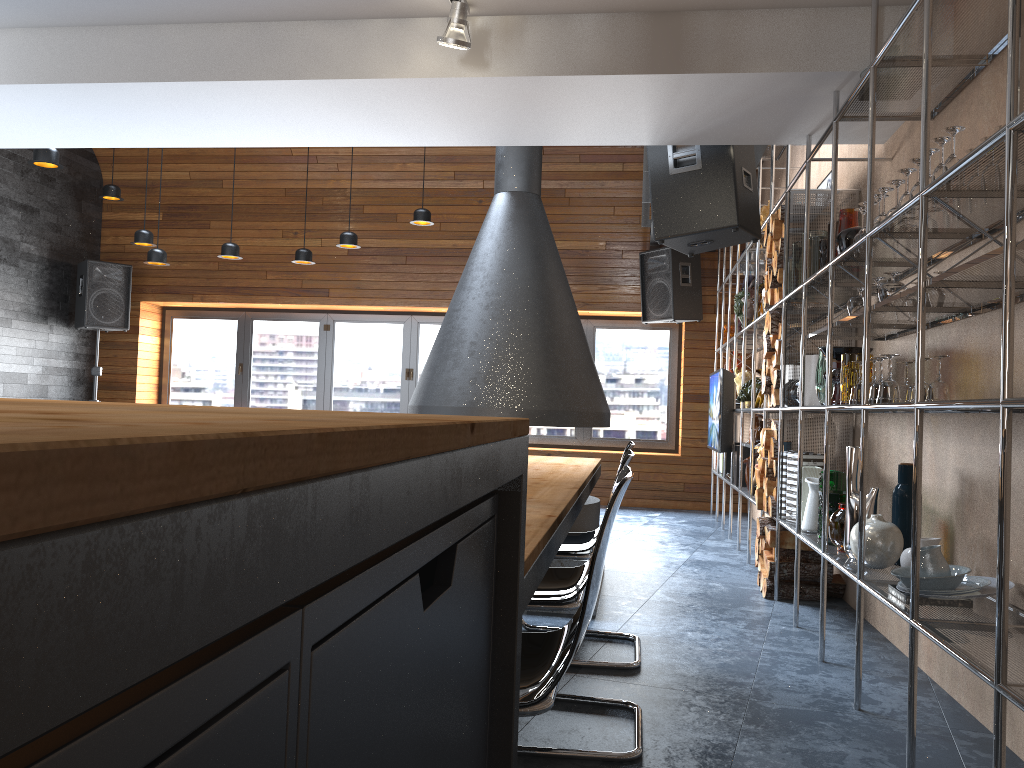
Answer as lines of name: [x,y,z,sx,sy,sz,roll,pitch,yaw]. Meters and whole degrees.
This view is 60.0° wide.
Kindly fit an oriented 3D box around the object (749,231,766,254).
object: [1.777,-1.091,6.404,0.208,0.280,0.131,2,-2,-10]

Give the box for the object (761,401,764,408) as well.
object: [1.673,-0.067,5.416,0.210,0.451,0.405,2,-2,0]

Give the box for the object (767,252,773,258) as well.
object: [1.623,-0.738,5.093,0.308,0.120,0.097,2,-2,13]

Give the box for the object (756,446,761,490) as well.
object: [1.647,0.549,5.480,0.170,0.363,0.375,3,-2,-26]

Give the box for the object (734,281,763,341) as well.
object: [1.879,-0.580,7.086,0.219,0.441,0.462,2,-2,8]

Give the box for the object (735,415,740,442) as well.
object: [1.960,0.537,7.777,0.112,0.533,0.112,2,-2,8]

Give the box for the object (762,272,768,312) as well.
object: [1.657,-0.558,5.294,0.314,0.280,0.151,2,-2,6]

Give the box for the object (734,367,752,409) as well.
object: [1.766,0.030,6.437,0.325,0.310,0.154,2,-2,-7]

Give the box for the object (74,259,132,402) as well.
object: [-4.362,-0.114,9.155,0.639,2.299,0.686,4,-2,-44]

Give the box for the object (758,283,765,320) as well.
object: [1.725,-0.538,5.817,0.227,0.270,0.123,2,-2,8]

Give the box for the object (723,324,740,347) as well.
object: [2.052,-0.434,8.092,0.278,0.222,0.138,2,-2,18]

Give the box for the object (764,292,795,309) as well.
object: [1.622,-0.482,5.093,0.330,0.105,0.107,2,-2,11]

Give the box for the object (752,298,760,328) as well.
object: [1.801,-0.492,6.148,0.272,0.207,0.137,2,-2,12]

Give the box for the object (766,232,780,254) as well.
object: [1.575,-0.769,4.876,0.321,0.128,0.164,2,-2,9]

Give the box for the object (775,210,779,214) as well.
object: [1.628,-0.912,4.970,0.299,0.118,0.129,2,-2,6]

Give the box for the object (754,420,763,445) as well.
object: [1.690,0.327,5.882,0.210,0.168,0.105,4,-2,-42]

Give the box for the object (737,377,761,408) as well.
object: [1.743,0.066,6.086,0.403,0.221,0.192,1,-2,45]

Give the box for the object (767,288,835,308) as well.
object: [1.633,-0.488,4.992,0.362,0.131,0.154,2,-2,8]

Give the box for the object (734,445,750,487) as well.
object: [1.849,0.619,6.642,0.343,0.303,0.175,2,-2,8]

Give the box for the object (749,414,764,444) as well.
object: [1.743,0.314,6.101,0.217,0.214,0.108,1,-2,33]

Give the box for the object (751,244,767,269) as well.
object: [1.975,-1.151,7.096,0.207,0.442,0.328,2,-2,1]

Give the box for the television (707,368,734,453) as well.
television: [1.682,0.217,7.152,0.115,0.638,1.075,2,-2,8]

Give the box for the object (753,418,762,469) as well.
object: [1.771,0.493,6.420,0.112,0.533,0.112,2,-2,8]

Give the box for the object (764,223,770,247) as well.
object: [1.602,-0.847,5.059,0.312,0.150,0.140,2,-2,12]

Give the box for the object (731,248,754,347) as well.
object: [2.044,-0.778,7.822,0.244,0.879,0.244,1,-2,36]

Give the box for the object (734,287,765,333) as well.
object: [1.807,-0.551,6.685,0.255,0.356,0.167,1,-2,27]

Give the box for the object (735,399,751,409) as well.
object: [2.063,0.187,8.212,0.320,0.114,0.404,2,-2,8]

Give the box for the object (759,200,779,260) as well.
object: [1.952,-1.171,6.646,0.215,0.458,0.328,2,-2,13]

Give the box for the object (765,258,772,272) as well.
object: [1.628,-0.671,5.092,0.331,0.110,0.107,2,-2,10]

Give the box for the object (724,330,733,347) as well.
object: [2.083,-0.426,8.341,0.233,0.209,0.107,2,-2,-5]

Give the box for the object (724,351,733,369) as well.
object: [2.081,-0.187,8.312,0.233,0.229,0.116,4,-2,-42]

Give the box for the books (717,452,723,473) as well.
books: [1.992,0.716,8.234,0.139,0.208,0.461,2,-2,8]

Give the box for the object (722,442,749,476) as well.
object: [1.973,0.648,7.536,0.343,0.303,0.175,2,-2,8]

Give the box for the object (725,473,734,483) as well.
object: [1.883,0.755,7.071,0.325,0.058,0.360,2,-2,8]

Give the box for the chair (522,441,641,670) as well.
chair: [0.221,0.634,3.509,0.599,0.825,0.527,2,-2,8]

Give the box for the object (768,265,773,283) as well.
object: [1.610,-0.615,4.993,0.329,0.135,0.095,2,-2,12]

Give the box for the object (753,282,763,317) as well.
object: [1.769,-0.537,5.981,0.290,0.290,0.097,2,-2,6]

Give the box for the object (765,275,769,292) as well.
object: [1.624,-0.577,5.104,0.321,0.109,0.110,2,-2,7]

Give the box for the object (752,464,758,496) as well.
object: [1.667,0.632,5.833,0.119,0.220,0.212,1,-2,42]

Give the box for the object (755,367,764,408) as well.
object: [1.731,0.025,5.826,0.290,0.290,0.097,2,-2,-12]

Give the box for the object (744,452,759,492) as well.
object: [1.704,0.608,6.068,0.249,0.290,0.114,1,-2,33]

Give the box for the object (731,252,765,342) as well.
object: [2.028,-0.764,7.553,0.305,0.840,0.237,2,-2,10]

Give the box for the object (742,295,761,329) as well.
object: [1.762,-0.515,6.454,0.164,0.266,0.237,1,-2,25]

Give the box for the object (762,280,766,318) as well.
object: [1.716,-0.534,5.612,0.253,0.249,0.126,2,-2,13]

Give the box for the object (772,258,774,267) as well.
object: [1.591,-0.668,4.839,0.331,0.110,0.101,2,-2,6]

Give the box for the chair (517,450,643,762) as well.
chair: [0.101,0.606,2.652,0.599,0.825,0.527,2,-2,8]

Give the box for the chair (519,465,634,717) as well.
chair: [-0.018,0.578,1.796,0.599,0.825,0.527,2,-2,8]

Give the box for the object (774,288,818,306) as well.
object: [1.600,-0.488,4.869,0.299,0.114,0.135,2,-2,10]

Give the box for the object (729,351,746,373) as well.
object: [2.058,-0.190,8.112,0.267,0.223,0.060,3,-2,-36]
